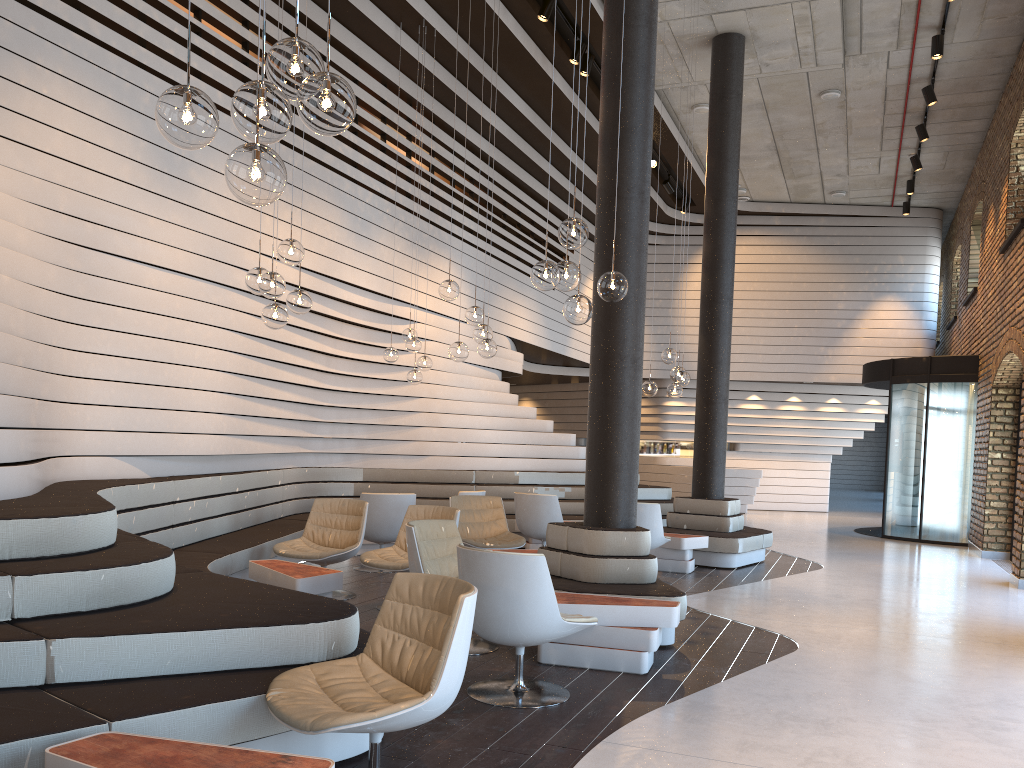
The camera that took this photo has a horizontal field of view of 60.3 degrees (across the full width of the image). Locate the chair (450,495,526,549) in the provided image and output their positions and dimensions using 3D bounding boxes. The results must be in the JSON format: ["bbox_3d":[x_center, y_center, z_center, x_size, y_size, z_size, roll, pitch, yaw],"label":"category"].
[{"bbox_3d":[-0.253,1.438,8.187,0.654,0.768,0.712,2,0,-28],"label":"chair"}]

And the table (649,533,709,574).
[{"bbox_3d":[1.580,1.777,9.329,0.908,0.371,0.412,1,-1,24],"label":"table"}]

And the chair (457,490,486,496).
[{"bbox_3d":[-0.652,1.509,9.462,0.712,0.769,0.654,2,0,21],"label":"chair"}]

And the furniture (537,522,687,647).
[{"bbox_3d":[0.407,1.363,6.358,1.273,0.723,1.775,2,-3,-8],"label":"furniture"}]

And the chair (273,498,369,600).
[{"bbox_3d":[-1.514,1.319,7.079,0.658,0.768,0.708,2,0,29],"label":"chair"}]

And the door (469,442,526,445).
[{"bbox_3d":[-0.331,1.442,22.758,1.777,2.710,0.079,2,2,27],"label":"door"}]

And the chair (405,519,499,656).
[{"bbox_3d":[-0.319,1.257,5.515,0.712,0.769,0.654,2,0,25],"label":"chair"}]

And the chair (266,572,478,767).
[{"bbox_3d":[-0.490,1.092,3.133,0.708,0.768,0.658,2,0,-31],"label":"chair"}]

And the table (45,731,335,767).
[{"bbox_3d":[-0.843,1.231,2.448,0.909,0.371,0.412,0,-2,29],"label":"table"}]

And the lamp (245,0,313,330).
[{"bbox_3d":[-1.371,-2.687,5.509,0.294,4.690,0.541,3,2,17],"label":"lamp"}]

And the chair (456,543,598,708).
[{"bbox_3d":[0.053,1.204,4.525,0.659,0.768,0.707,2,0,40],"label":"chair"}]

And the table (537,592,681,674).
[{"bbox_3d":[0.515,1.463,5.197,0.907,0.372,0.412,1,-1,14],"label":"table"}]

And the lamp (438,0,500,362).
[{"bbox_3d":[-0.285,-2.551,7.101,0.310,4.757,0.658,3,3,30],"label":"lamp"}]

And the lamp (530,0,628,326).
[{"bbox_3d":[0.441,-2.673,4.756,0.545,4.690,0.292,2,2,7],"label":"lamp"}]

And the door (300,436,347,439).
[{"bbox_3d":[-2.717,1.007,13.015,0.973,2.112,0.162,3,2,22],"label":"door"}]

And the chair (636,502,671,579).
[{"bbox_3d":[1.201,1.519,8.636,0.658,0.768,0.708,2,0,23],"label":"chair"}]

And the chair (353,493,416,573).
[{"bbox_3d":[-1.282,1.432,8.658,0.654,0.768,0.712,2,0,-24],"label":"chair"}]

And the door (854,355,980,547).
[{"bbox_3d":[7.316,1.131,14.235,3.213,2.860,3.241,1,-1,29],"label":"door"}]

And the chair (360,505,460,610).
[{"bbox_3d":[-0.756,1.319,6.683,0.659,0.768,0.707,2,0,42],"label":"chair"}]

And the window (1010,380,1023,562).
[{"bbox_3d":[6.061,0.915,10.150,0.130,2.542,2.347,3,0,22],"label":"window"}]

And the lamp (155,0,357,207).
[{"bbox_3d":[-0.648,-2.812,2.414,0.543,4.643,0.275,1,2,-16],"label":"lamp"}]

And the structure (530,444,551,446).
[{"bbox_3d":[0.663,1.558,21.747,0.017,0.471,0.804,0,0,-43],"label":"structure"}]

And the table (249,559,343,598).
[{"bbox_3d":[-1.473,1.452,6.089,0.412,0.371,0.909,3,-3,-36],"label":"table"}]

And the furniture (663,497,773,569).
[{"bbox_3d":[2.372,1.685,10.138,1.765,0.724,1.280,4,-3,-33],"label":"furniture"}]

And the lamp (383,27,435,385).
[{"bbox_3d":[-1.004,-2.355,9.177,0.530,4.729,0.332,1,2,-16],"label":"lamp"}]

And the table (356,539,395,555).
[{"bbox_3d":[-1.511,1.700,9.822,0.902,0.371,0.415,4,-2,-31],"label":"table"}]

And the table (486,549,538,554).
[{"bbox_3d":[0.106,1.600,7.459,0.902,0.371,0.415,4,-2,-31],"label":"table"}]

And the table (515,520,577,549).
[{"bbox_3d":[0.502,1.804,10.313,0.905,0.372,0.414,2,-1,-5],"label":"table"}]

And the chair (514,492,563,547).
[{"bbox_3d":[0.353,1.544,9.456,0.659,0.768,0.707,2,0,38],"label":"chair"}]

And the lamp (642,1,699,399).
[{"bbox_3d":[2.353,-1.777,14.523,9.056,4.623,41.819,1,-4,22],"label":"lamp"}]

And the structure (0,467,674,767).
[{"bbox_3d":[-2.056,1.153,6.090,5.785,0.929,18.176,1,-4,18],"label":"structure"}]
